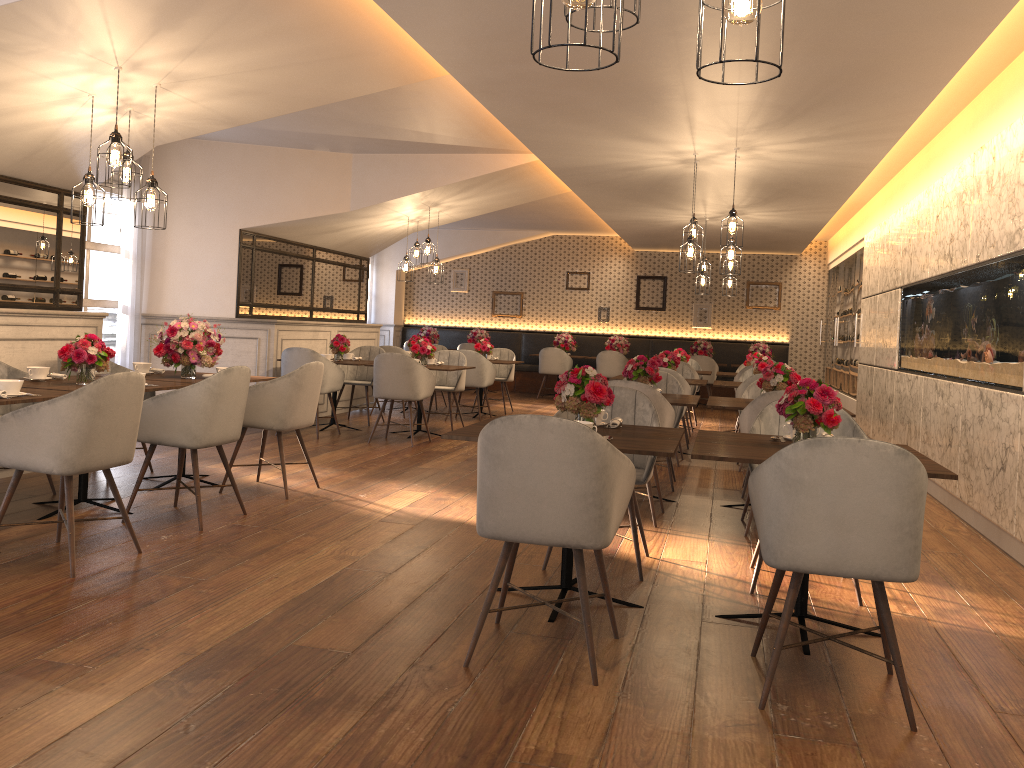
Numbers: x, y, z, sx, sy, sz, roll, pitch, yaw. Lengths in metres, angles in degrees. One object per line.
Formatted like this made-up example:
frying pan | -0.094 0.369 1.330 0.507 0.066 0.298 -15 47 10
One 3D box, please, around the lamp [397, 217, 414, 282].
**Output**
lamp | -1.186 -2.223 10.260 0.175 2.070 0.175 3 0 15

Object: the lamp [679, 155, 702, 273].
lamp | 1.514 -1.957 7.297 0.175 2.070 0.175 3 0 15

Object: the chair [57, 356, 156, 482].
chair | -2.843 0.192 6.137 0.526 0.872 0.565 3 1 14

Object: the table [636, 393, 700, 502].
table | 0.832 0.440 6.201 0.897 0.720 0.897 3 2 14

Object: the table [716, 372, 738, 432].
table | 2.958 0.250 10.886 0.897 0.720 0.897 3 2 14

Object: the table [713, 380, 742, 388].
table | 2.373 0.372 8.478 0.897 0.720 0.897 3 2 14

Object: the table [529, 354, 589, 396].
table | 0.814 -0.134 15.370 0.897 0.720 0.897 3 2 14

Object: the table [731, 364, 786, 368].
table | 4.050 0.072 14.581 0.897 0.720 0.897 3 2 14

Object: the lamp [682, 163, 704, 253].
lamp | 1.601 -2.166 7.615 0.175 2.070 0.175 3 0 15

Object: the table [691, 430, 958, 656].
table | 1.178 0.622 3.566 0.897 0.720 0.897 3 2 14

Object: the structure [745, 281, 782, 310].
structure | 4.393 -1.543 15.454 0.601 0.485 0.032 3 0 14

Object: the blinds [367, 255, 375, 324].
blinds | -2.712 -1.365 16.334 0.134 2.698 0.618 3 0 14

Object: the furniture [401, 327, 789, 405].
furniture | 1.268 -0.327 15.916 7.092 1.081 0.541 4 1 14

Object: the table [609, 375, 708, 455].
table | 1.442 0.313 8.705 0.897 0.720 0.897 3 2 14

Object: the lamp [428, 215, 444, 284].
lamp | -0.840 -2.209 10.306 0.175 2.070 0.175 3 0 15

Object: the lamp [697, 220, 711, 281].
lamp | 2.498 -2.354 11.300 0.175 2.070 0.175 3 0 15

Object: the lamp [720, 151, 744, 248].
lamp | 1.791 -2.120 7.023 0.175 2.070 0.175 3 0 15

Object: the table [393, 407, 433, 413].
table | -1.327 -0.003 11.621 0.897 0.720 0.897 3 2 14

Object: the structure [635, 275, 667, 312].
structure | 2.505 -1.630 15.922 0.544 0.632 0.035 3 0 14

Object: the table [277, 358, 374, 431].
table | -1.876 0.112 9.363 0.897 0.720 0.897 3 2 14

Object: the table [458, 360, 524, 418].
table | -0.396 0.057 11.394 0.897 0.720 0.897 3 2 14

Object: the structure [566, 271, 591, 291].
structure | 1.213 -1.889 16.240 0.449 0.345 0.015 3 0 14

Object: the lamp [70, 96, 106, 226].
lamp | -2.427 -1.964 5.157 0.175 2.070 0.175 3 0 15

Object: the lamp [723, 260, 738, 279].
lamp | 2.688 -2.308 10.708 0.175 2.070 0.175 3 0 15

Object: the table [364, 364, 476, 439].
table | -0.945 0.171 9.135 0.897 0.720 0.897 3 2 14

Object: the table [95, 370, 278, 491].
table | -2.214 0.309 5.963 0.897 0.720 0.897 3 2 14

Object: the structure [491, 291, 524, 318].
structure | -0.087 -1.486 16.543 0.601 0.485 0.032 3 0 14

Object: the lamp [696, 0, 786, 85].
lamp | 0.524 -1.682 1.848 0.175 2.070 0.175 3 0 15

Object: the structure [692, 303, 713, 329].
structure | 3.378 -1.211 15.699 0.340 0.440 0.034 3 0 14

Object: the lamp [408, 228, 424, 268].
lamp | -1.099 -2.432 10.579 0.175 2.070 0.175 3 0 15

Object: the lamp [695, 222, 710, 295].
lamp | 2.411 -2.144 10.982 0.175 2.070 0.175 3 0 15

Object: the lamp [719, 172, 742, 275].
lamp | 1.860 -1.943 7.343 0.175 2.070 0.175 3 0 15

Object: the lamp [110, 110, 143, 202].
lamp | -2.340 -2.173 5.475 0.175 2.070 0.175 3 0 15

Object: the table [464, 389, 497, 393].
table | -0.560 -0.221 15.704 0.897 0.720 0.897 3 2 14

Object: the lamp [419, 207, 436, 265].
lamp | -0.909 -2.386 9.986 0.175 2.070 0.175 3 0 15

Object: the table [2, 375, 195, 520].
table | -2.436 0.355 5.050 0.897 0.720 0.897 3 2 14

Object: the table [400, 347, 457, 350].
table | -1.491 -0.280 15.931 0.897 0.720 0.897 3 2 14

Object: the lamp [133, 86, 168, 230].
lamp | -2.082 -1.950 5.203 0.175 2.070 0.175 3 0 15

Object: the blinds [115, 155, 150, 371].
blinds | -3.860 -0.913 8.217 0.134 2.697 1.380 3 1 14

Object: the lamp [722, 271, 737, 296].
lamp | 2.756 -2.130 11.028 0.175 2.070 0.175 3 0 15

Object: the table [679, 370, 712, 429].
table | 2.027 0.191 11.113 0.897 0.720 0.897 3 2 14

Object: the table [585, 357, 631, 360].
table | 1.745 -0.075 15.143 0.897 0.720 0.897 3 2 14

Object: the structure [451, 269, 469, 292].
structure | -0.989 -1.961 16.766 0.340 0.440 0.034 3 0 14

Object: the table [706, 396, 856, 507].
table | 1.763 0.500 5.974 0.897 0.720 0.897 3 2 14

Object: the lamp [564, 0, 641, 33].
lamp | 0.266 -1.906 2.121 0.175 2.070 0.175 3 0 15

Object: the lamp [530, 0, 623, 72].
lamp | 0.179 -1.696 1.803 0.175 2.070 0.175 3 0 15

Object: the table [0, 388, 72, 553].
table | -2.658 0.401 4.137 0.897 0.720 0.897 3 2 14

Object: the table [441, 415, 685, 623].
table | 0.247 0.563 3.793 0.897 0.720 0.897 3 2 14

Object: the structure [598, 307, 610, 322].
structure | 1.674 -1.262 16.121 0.216 0.277 0.018 3 0 14

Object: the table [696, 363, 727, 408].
table | 3.119 0.012 14.808 0.897 0.720 0.897 3 2 14

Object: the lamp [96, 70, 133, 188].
lamp | -2.150 -2.127 4.883 0.175 2.070 0.175 3 0 15
